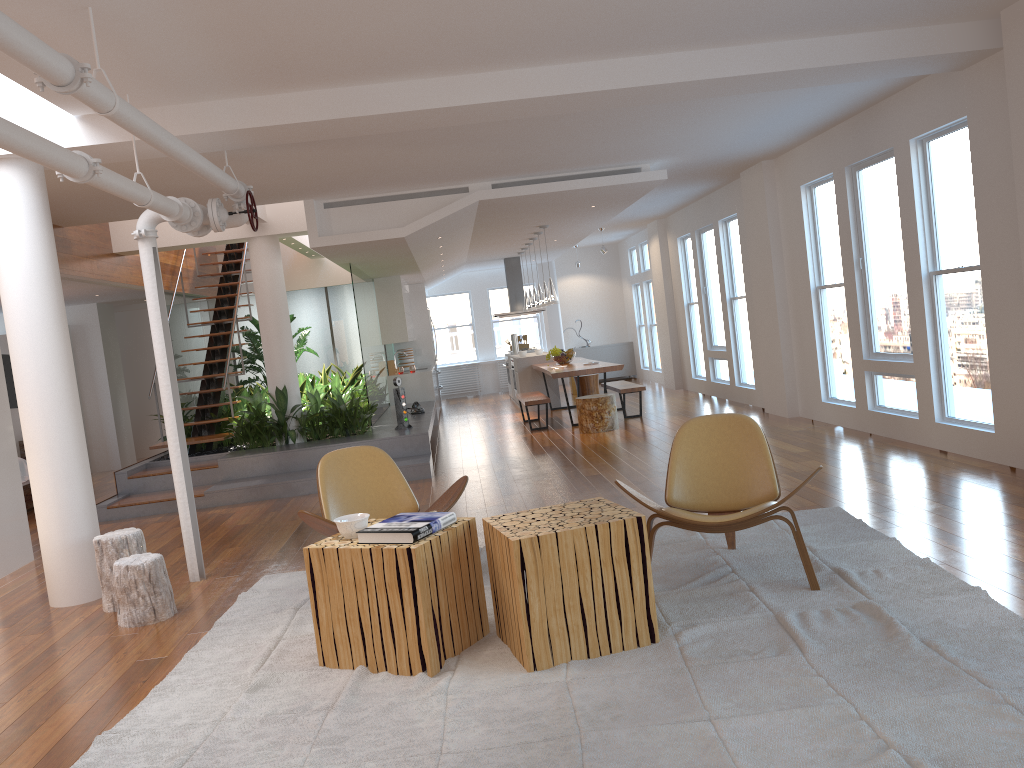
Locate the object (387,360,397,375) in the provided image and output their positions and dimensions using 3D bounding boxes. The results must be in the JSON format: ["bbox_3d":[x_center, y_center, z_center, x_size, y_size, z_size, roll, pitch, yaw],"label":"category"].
[{"bbox_3d":[-1.850,-0.255,13.664,0.104,0.222,0.200,-7,4,-3],"label":"object"}]

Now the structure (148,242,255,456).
[{"bbox_3d":[-3.005,-1.331,11.510,2.552,4.265,4.591,-7,4,-4],"label":"structure"}]

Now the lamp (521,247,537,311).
[{"bbox_3d":[0.258,-1.699,14.085,0.160,1.060,0.160,-5,4,23],"label":"lamp"}]

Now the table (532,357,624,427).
[{"bbox_3d":[0.743,0.002,13.618,0.893,0.704,5.996,-7,4,-4],"label":"table"}]

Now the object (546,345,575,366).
[{"bbox_3d":[0.701,-0.417,12.587,0.394,0.284,0.292,-10,5,-39],"label":"object"}]

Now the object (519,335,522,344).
[{"bbox_3d":[0.167,-0.745,16.300,0.057,0.299,0.019,-7,4,-4],"label":"object"}]

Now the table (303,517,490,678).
[{"bbox_3d":[-0.478,0.891,3.763,0.548,0.534,0.489,-5,4,27],"label":"table"}]

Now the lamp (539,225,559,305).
[{"bbox_3d":[0.457,-1.538,11.204,0.160,1.060,0.160,-5,4,23],"label":"lamp"}]

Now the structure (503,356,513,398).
[{"bbox_3d":[0.202,-0.168,15.885,0.649,0.735,0.890,-7,4,-4],"label":"structure"}]

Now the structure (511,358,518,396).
[{"bbox_3d":[0.049,-0.101,14.461,0.072,0.648,0.644,-7,4,-4],"label":"structure"}]

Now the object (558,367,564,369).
[{"bbox_3d":[0.610,-0.203,11.464,0.149,0.014,0.044,-7,4,-5],"label":"object"}]

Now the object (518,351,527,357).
[{"bbox_3d":[0.169,-0.477,13.995,0.152,0.082,0.152,-4,5,36],"label":"object"}]

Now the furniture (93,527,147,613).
[{"bbox_3d":[-2.228,1.063,5.103,0.290,0.418,0.298,-10,5,-41],"label":"furniture"}]

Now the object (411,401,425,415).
[{"bbox_3d":[-1.219,0.301,11.237,0.216,0.155,0.181,-10,5,-39],"label":"object"}]

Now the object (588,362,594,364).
[{"bbox_3d":[1.034,-0.272,11.577,0.079,0.030,0.070,-4,5,40],"label":"object"}]

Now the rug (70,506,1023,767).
[{"bbox_3d":[0.208,1.040,3.646,3.525,0.057,3.478,-7,4,1],"label":"rug"}]

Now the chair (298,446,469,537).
[{"bbox_3d":[-0.642,0.733,4.802,0.856,0.752,0.867,-7,4,2],"label":"chair"}]

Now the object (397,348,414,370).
[{"bbox_3d":[-1.787,-0.413,14.964,0.267,0.356,0.266,-6,4,22],"label":"object"}]

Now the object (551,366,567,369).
[{"bbox_3d":[0.614,-0.215,11.599,0.222,0.020,0.222,-4,5,37],"label":"object"}]

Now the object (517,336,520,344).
[{"bbox_3d":[0.132,-0.742,16.317,0.061,0.299,0.040,-7,4,-6],"label":"object"}]

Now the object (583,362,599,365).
[{"bbox_3d":[1.035,-0.266,11.577,0.222,0.020,0.222,-8,4,-12],"label":"object"}]

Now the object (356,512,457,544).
[{"bbox_3d":[-0.434,0.597,3.685,0.279,0.048,0.334,-5,4,27],"label":"object"}]

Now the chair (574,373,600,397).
[{"bbox_3d":[1.159,0.088,13.524,0.396,0.455,0.402,-8,4,-14],"label":"chair"}]

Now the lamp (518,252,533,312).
[{"bbox_3d":[0.208,-1.740,14.805,0.160,1.060,0.160,-5,4,23],"label":"lamp"}]

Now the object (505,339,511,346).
[{"bbox_3d":[-0.021,-0.705,16.306,0.199,0.259,0.016,-7,4,7],"label":"object"}]

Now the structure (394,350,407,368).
[{"bbox_3d":[-1.794,-0.280,14.414,0.248,0.536,0.115,-7,4,-3],"label":"structure"}]

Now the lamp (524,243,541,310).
[{"bbox_3d":[0.308,-1.659,13.364,0.160,1.060,0.160,-5,4,23],"label":"lamp"}]

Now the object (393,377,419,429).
[{"bbox_3d":[-1.141,0.199,9.513,0.318,0.565,0.134,-5,4,33],"label":"object"}]

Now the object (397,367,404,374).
[{"bbox_3d":[-1.684,-0.204,13.406,0.094,0.106,0.094,-7,4,2],"label":"object"}]

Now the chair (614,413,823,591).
[{"bbox_3d":[1.042,0.566,4.188,0.867,0.752,0.856,-10,5,-43],"label":"chair"}]

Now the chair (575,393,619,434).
[{"bbox_3d":[0.990,0.338,10.298,0.460,0.400,0.460,-7,4,6],"label":"chair"}]

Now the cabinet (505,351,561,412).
[{"bbox_3d":[0.308,-0.097,14.985,0.597,0.832,2.936,-7,4,-4],"label":"cabinet"}]

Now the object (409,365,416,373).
[{"bbox_3d":[-1.501,-0.224,13.371,0.094,0.106,0.094,-7,4,2],"label":"object"}]

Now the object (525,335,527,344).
[{"bbox_3d":[0.266,-0.758,16.326,0.057,0.294,0.030,-7,4,-4],"label":"object"}]

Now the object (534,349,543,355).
[{"bbox_3d":[0.425,-0.501,13.887,0.152,0.082,0.152,-10,5,-43],"label":"object"}]

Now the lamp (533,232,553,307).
[{"bbox_3d":[0.407,-1.578,11.924,0.160,1.060,0.160,-5,4,23],"label":"lamp"}]

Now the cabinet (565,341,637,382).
[{"bbox_3d":[1.777,-0.409,17.731,1.309,0.725,0.420,-7,4,-4],"label":"cabinet"}]

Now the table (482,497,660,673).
[{"bbox_3d":[0.230,0.810,3.659,0.548,0.534,0.489,-8,4,-15],"label":"table"}]

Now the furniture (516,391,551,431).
[{"bbox_3d":[0.286,0.351,11.594,0.316,0.389,1.433,-7,4,-4],"label":"furniture"}]

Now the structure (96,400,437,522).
[{"bbox_3d":[-2.496,0.745,10.997,3.088,0.386,5.584,-7,4,-4],"label":"structure"}]

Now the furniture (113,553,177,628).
[{"bbox_3d":[-1.980,1.097,4.767,0.294,0.333,0.292,-9,4,-33],"label":"furniture"}]

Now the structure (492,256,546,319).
[{"bbox_3d":[0.033,-1.913,15.760,0.909,1.405,0.900,-7,4,-4],"label":"structure"}]

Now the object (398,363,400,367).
[{"bbox_3d":[-1.837,-0.348,15.351,0.265,0.196,0.284,-4,5,39],"label":"object"}]

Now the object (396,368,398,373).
[{"bbox_3d":[-1.850,-0.245,13.914,0.100,0.170,0.173,-7,4,-2],"label":"object"}]

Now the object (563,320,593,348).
[{"bbox_3d":[1.321,-0.996,17.622,0.590,0.563,0.210,-9,4,-32],"label":"object"}]

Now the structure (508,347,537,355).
[{"bbox_3d":[0.191,-0.596,15.872,0.520,0.073,0.650,-7,4,-4],"label":"structure"}]

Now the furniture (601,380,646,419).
[{"bbox_3d":[1.467,0.201,11.667,0.316,0.389,1.433,-7,4,-4],"label":"furniture"}]

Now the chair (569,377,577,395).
[{"bbox_3d":[1.212,-0.056,15.743,0.344,0.430,0.549,-7,4,0],"label":"chair"}]

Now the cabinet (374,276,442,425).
[{"bbox_3d":[-1.722,-0.591,15.410,0.676,2.280,4.565,-7,4,-4],"label":"cabinet"}]

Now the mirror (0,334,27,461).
[{"bbox_3d":[-6.666,0.313,12.227,1.267,2.044,0.049,-7,4,-4],"label":"mirror"}]

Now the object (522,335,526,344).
[{"bbox_3d":[0.230,-0.752,16.306,0.068,0.298,0.039,-7,4,-4],"label":"object"}]

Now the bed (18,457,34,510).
[{"bbox_3d":[-6.295,1.198,9.379,2.314,0.595,2.207,-7,4,-4],"label":"bed"}]

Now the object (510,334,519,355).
[{"bbox_3d":[0.064,-0.693,15.398,0.120,0.356,0.172,-3,5,45],"label":"object"}]

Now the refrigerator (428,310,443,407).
[{"bbox_3d":[-1.692,-0.426,16.167,0.725,1.772,0.908,-7,4,-4],"label":"refrigerator"}]

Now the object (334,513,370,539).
[{"bbox_3d":[-0.673,0.605,3.753,0.152,0.082,0.152,-10,5,-43],"label":"object"}]

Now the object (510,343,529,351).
[{"bbox_3d":[0.141,-0.663,16.312,0.353,0.157,0.084,-7,4,-4],"label":"object"}]

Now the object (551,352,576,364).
[{"bbox_3d":[0.735,-0.357,12.578,0.360,0.159,0.360,-10,5,-40],"label":"object"}]

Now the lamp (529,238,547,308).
[{"bbox_3d":[0.357,-1.619,12.644,0.160,1.060,0.160,-5,4,23],"label":"lamp"}]
